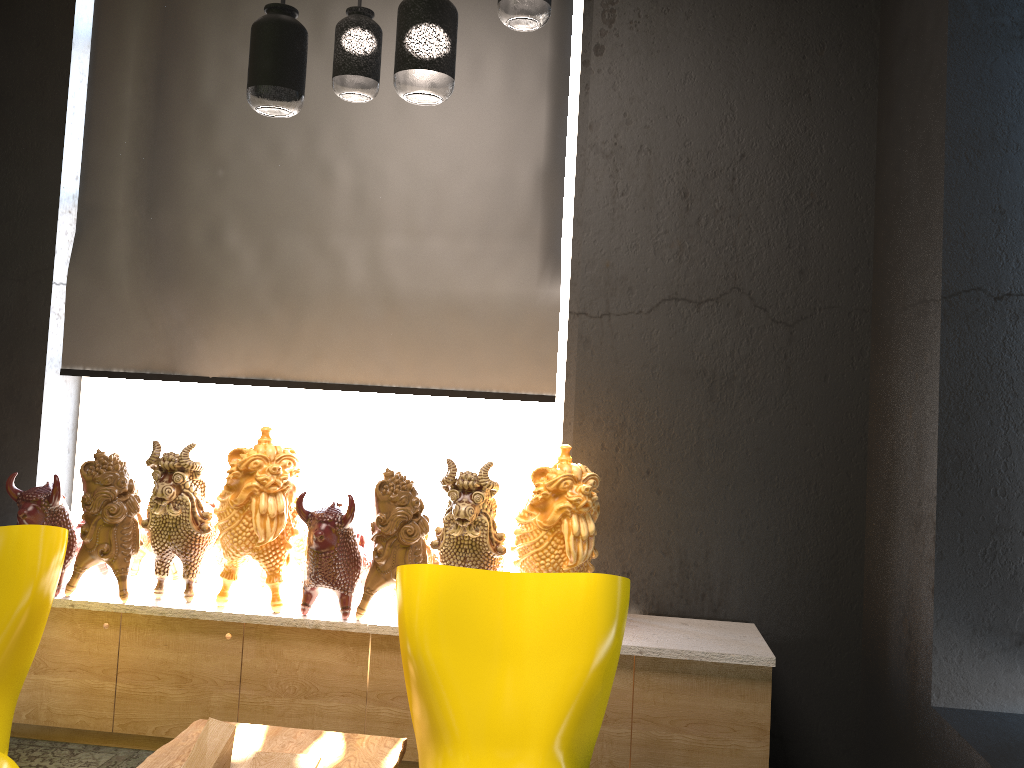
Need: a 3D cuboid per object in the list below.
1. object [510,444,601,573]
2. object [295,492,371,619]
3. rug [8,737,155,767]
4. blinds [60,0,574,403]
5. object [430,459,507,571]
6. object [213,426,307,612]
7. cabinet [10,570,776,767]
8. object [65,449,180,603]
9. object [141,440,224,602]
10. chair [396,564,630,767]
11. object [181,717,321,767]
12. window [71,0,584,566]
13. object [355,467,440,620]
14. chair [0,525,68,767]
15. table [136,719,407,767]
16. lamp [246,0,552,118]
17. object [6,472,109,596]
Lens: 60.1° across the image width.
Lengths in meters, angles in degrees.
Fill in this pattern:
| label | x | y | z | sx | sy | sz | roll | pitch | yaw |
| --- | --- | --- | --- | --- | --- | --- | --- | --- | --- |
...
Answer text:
| label | x | y | z | sx | sy | sz | roll | pitch | yaw |
| --- | --- | --- | --- | --- | --- | --- | --- | --- | --- |
| object | 0.164 | 0.534 | 3.151 | 0.307 | 0.657 | 0.467 | 3 | -2 | 10 |
| object | -0.623 | 0.594 | 3.217 | 0.219 | 0.442 | 0.461 | 3 | -1 | 10 |
| rug | -0.445 | 1.371 | 2.024 | 3.597 | 0.010 | 2.185 | 3 | 1 | 6 |
| blinds | -3.516 | -1.041 | 3.636 | 12.726 | 3.321 | 3.511 | 3 | -1 | 26 |
| object | -0.155 | 0.552 | 3.192 | 0.271 | 0.581 | 0.429 | 3 | -2 | -1 |
| object | -0.901 | 0.476 | 3.256 | 0.307 | 0.657 | 0.467 | 3 | -2 | 10 |
| cabinet | -0.487 | 1.088 | 3.218 | 2.730 | 0.532 | 0.403 | 3 | -2 | 6 |
| object | -1.437 | 0.510 | 3.347 | 0.249 | 0.547 | 0.473 | 2 | -2 | 13 |
| object | -1.220 | 0.495 | 3.297 | 0.271 | 0.581 | 0.429 | 3 | -2 | -1 |
| chair | -0.019 | 0.946 | 2.224 | 0.658 | 0.899 | 1.067 | 3 | -1 | 0 |
| object | -0.709 | 0.981 | 2.229 | 0.350 | 0.137 | 0.519 | 3 | 1 | 0 |
| window | -0.846 | -0.814 | 4.128 | 2.309 | 3.179 | 0.051 | 3 | -3 | 6 |
| object | -0.372 | 0.567 | 3.242 | 0.249 | 0.547 | 0.473 | 2 | -2 | 13 |
| chair | -1.608 | 0.860 | 2.389 | 0.657 | 0.899 | 1.069 | 4 | -1 | -25 |
| table | -0.689 | 1.205 | 2.269 | 0.694 | 0.310 | 0.827 | 3 | 0 | 5 |
| lamp | -0.474 | -1.714 | 0.947 | 2.668 | 2.280 | 2.845 | 4 | -1 | -41 |
| object | -1.688 | 0.537 | 3.322 | 0.219 | 0.442 | 0.461 | 3 | -1 | 10 |
